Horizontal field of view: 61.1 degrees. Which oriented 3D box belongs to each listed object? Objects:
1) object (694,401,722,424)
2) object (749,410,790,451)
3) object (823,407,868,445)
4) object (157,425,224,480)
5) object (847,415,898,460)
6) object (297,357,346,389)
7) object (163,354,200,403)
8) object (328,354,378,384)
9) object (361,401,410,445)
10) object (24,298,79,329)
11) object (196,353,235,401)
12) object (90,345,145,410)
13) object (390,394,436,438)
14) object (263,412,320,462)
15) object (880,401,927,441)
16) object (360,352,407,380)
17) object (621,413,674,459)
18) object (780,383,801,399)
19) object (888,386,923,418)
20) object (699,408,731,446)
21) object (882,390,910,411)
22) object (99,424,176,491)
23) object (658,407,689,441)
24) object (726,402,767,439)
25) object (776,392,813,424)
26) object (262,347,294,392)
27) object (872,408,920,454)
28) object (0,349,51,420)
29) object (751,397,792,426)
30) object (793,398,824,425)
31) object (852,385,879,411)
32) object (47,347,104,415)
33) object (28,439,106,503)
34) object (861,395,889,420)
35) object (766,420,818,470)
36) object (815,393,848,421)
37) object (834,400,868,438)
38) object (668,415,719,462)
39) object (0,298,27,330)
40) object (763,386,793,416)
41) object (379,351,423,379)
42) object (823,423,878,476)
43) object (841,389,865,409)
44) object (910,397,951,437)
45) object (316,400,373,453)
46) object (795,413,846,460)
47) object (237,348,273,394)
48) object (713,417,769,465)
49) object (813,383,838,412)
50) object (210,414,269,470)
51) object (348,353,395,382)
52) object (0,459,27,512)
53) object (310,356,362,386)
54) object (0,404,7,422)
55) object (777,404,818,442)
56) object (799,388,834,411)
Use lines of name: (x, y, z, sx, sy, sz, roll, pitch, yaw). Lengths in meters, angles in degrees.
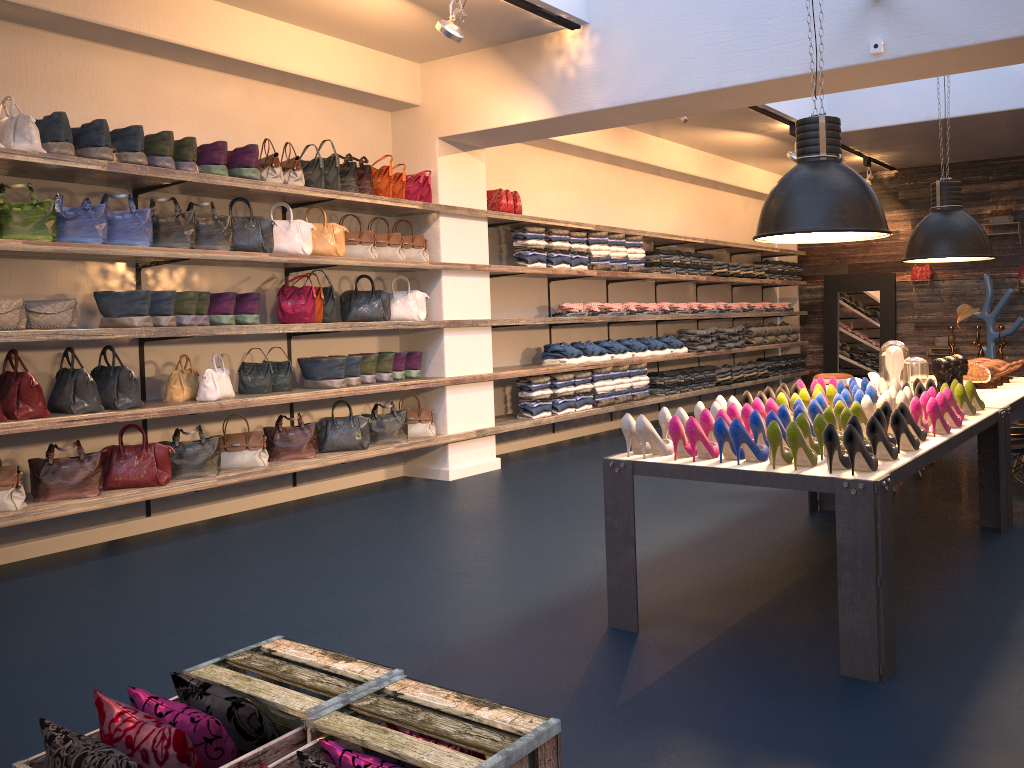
object: (0.999, 0.174, 4.323, 0.190, 0.195, 0.257, 0, 3, 24)
object: (1.166, 0.204, 3.890, 0.186, 0.195, 0.262, 1, 4, 37)
object: (1.504, 0.193, 3.942, 0.187, 0.195, 0.261, 0, 4, 33)
object: (-2.054, 0.435, 5.548, 0.393, 0.338, 0.207, -2, 2, -14)
object: (1.493, 0.219, 3.616, 0.186, 0.195, 0.262, 1, 4, 37)
object: (-1.403, -0.081, 6.441, 0.399, 0.231, 0.186, 0, 2, 16)
object: (-2.148, -0.042, 5.682, 0.152, 0.308, 0.345, -1, 3, 8)
object: (-1.243, -0.110, 6.804, 0.407, 0.235, 0.182, -1, 2, 9)
object: (-1.000, 0.307, 6.897, 0.393, 0.338, 0.207, -2, 2, -14)
object: (-2.659, -0.406, 5.001, 0.291, 0.175, 0.096, -4, 3, -34)
object: (-1.960, -0.051, 5.748, 0.152, 0.308, 0.345, -1, 3, 8)
object: (-2.402, -0.044, 5.247, 0.396, 0.385, 0.206, 0, 2, 28)
object: (-0.838, 0.264, 7.227, 0.400, 0.366, 0.171, -2, 2, -15)
object: (-1.570, 0.373, 6.197, 0.396, 0.338, 0.206, -2, 2, -18)
object: (1.849, 0.172, 4.117, 0.185, 0.195, 0.263, 1, 4, 45)
object: (-1.059, -0.142, 7.155, 0.407, 0.235, 0.182, -1, 2, 9)
object: (0.603, 0.219, 3.857, 0.185, 0.195, 0.263, 1, 4, 42)
object: (1.726, 0.084, 5.283, 0.186, 0.195, 0.262, 1, 4, 37)
object: (2.221, 0.101, 4.927, 0.187, 0.195, 0.261, 0, 4, 33)
object: (0.970, 0.201, 3.993, 0.186, 0.195, 0.262, 1, 4, 37)
object: (2.085, 0.123, 4.678, 0.186, 0.195, 0.262, 1, 4, 37)
object: (-2.283, 0.432, 5.279, 0.448, 0.385, 0.182, -2, 2, -19)
object: (0.793, 0.196, 4.100, 0.188, 0.195, 0.259, 0, 3, 29)
object: (1.154, 0.179, 4.220, 0.185, 0.195, 0.263, 1, 4, 41)
object: (1.525, 0.136, 4.675, 0.186, 0.195, 0.262, 1, 4, 37)
object: (-1.687, -0.100, 6.205, 0.243, 0.328, 0.105, -2, 1, -10)
object: (1.692, 0.196, 3.848, 0.186, 0.195, 0.262, 1, 4, 37)
object: (-2.729, -0.003, 4.810, 0.393, 0.385, 0.208, 0, 2, 34)
object: (1.337, 0.158, 4.439, 0.185, 0.195, 0.263, 1, 4, 44)
object: (1.506, 0.162, 4.341, 0.186, 0.195, 0.262, 1, 4, 37)
object: (2.078, 0.094, 5.057, 0.186, 0.195, 0.262, 1, 4, 37)
object: (-2.536, -0.025, 5.044, 0.392, 0.385, 0.208, 1, 3, 36)
object: (-2.539, 0.490, 4.955, 0.396, 0.338, 0.206, -2, 2, -18)
object: (1.886, 0.145, 4.448, 0.186, 0.195, 0.262, 1, 4, 37)
object: (1.124, 0.235, 3.509, 0.188, 0.195, 0.260, 0, 3, 30)
object: (1.719, 0.137, 4.597, 0.191, 0.195, 0.263, 1, 4, 37)
object: (1.660, 0.169, 4.208, 0.186, 0.195, 0.262, 1, 4, 37)
object: (0.781, 0.224, 3.747, 0.186, 0.195, 0.261, 0, 4, 34)
object: (-2.801, -0.380, 4.714, 0.292, 0.175, 0.095, -4, 3, -36)
object: (1.573, 0.106, 5.044, 0.185, 0.195, 0.263, 1, 4, 44)
object: (-0.937, -0.157, 7.325, 0.399, 0.235, 0.186, 0, 2, 16)
object: (1.308, 0.241, 3.374, 0.186, 0.195, 0.262, 1, 4, 37)
object: (1.915, 0.117, 4.804, 0.186, 0.195, 0.262, 1, 4, 37)
object: (2.063, 0.152, 4.307, 0.187, 0.195, 0.261, 0, 4, 33)
object: (-1.270, 0.310, 6.564, 0.451, 0.385, 0.181, -3, 2, -22)
object: (1.318, 0.213, 3.732, 0.186, 0.195, 0.262, 1, 4, 37)
object: (-1.793, -0.087, 6.063, 0.243, 0.328, 0.105, -2, 1, -10)
object: (0.961, 0.227, 3.652, 0.185, 0.195, 0.263, 1, 4, 44)
object: (1.903, 0.088, 5.180, 0.185, 0.195, 0.263, 1, 4, 40)
object: (-1.868, 0.389, 5.909, 0.400, 0.366, 0.171, -2, 2, -15)
object: (-1.128, -0.126, 6.974, 0.401, 0.235, 0.185, 0, 2, 14)
object: (-2.841, 0.507, 4.663, 0.400, 0.366, 0.171, -2, 2, -15)
object: (-1.332, -0.097, 6.622, 0.410, 0.231, 0.181, -1, 2, 6)
object: (-2.872, 0.023, 4.623, 0.397, 0.385, 0.206, 0, 2, 27)
object: (1.352, 0.184, 4.103, 0.186, 0.195, 0.261, 0, 4, 35)
object: (1.725, 0.112, 4.917, 0.186, 0.195, 0.262, 1, 4, 37)
